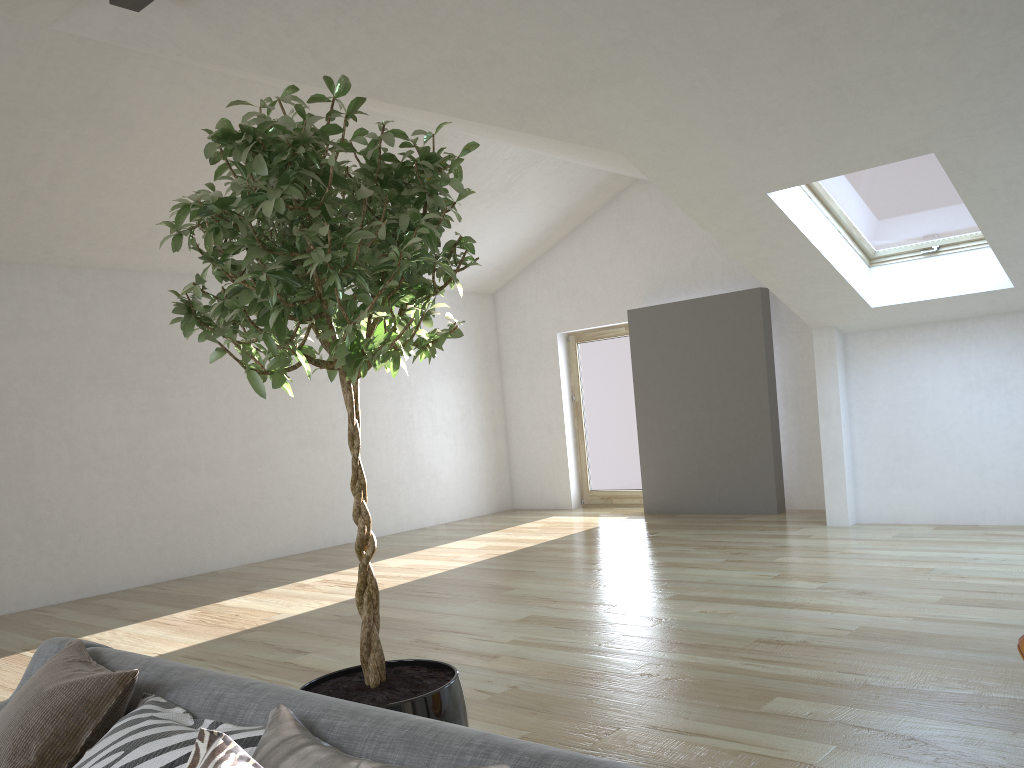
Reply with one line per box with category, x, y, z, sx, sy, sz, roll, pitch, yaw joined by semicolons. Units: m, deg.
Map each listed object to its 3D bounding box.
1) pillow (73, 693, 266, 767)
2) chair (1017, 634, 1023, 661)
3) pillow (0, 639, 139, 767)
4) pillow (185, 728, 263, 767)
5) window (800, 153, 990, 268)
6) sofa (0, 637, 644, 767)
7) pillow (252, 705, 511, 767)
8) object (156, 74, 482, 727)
pillow;-0.729;0.807;1.708;0.561;0.284;0.357;-6;-1;41
chair;1.750;0.772;2.291;0.709;0.725;0.661;-5;1;-19
pillow;-1.089;0.821;2.076;0.307;0.339;0.579;-6;0;-39
pillow;-0.353;0.707;1.206;0.558;0.342;0.279;-6;0;45
window;2.730;-1.250;6.197;1.474;0.731;1.895;-6;-2;41
sofa;-0.626;0.964;1.467;2.464;0.686;1.021;-7;-1;41
pillow;-0.286;0.732;1.382;0.642;0.319;0.262;-6;0;41
object;-0.425;0.302;2.210;0.797;2.027;0.813;-4;2;19
